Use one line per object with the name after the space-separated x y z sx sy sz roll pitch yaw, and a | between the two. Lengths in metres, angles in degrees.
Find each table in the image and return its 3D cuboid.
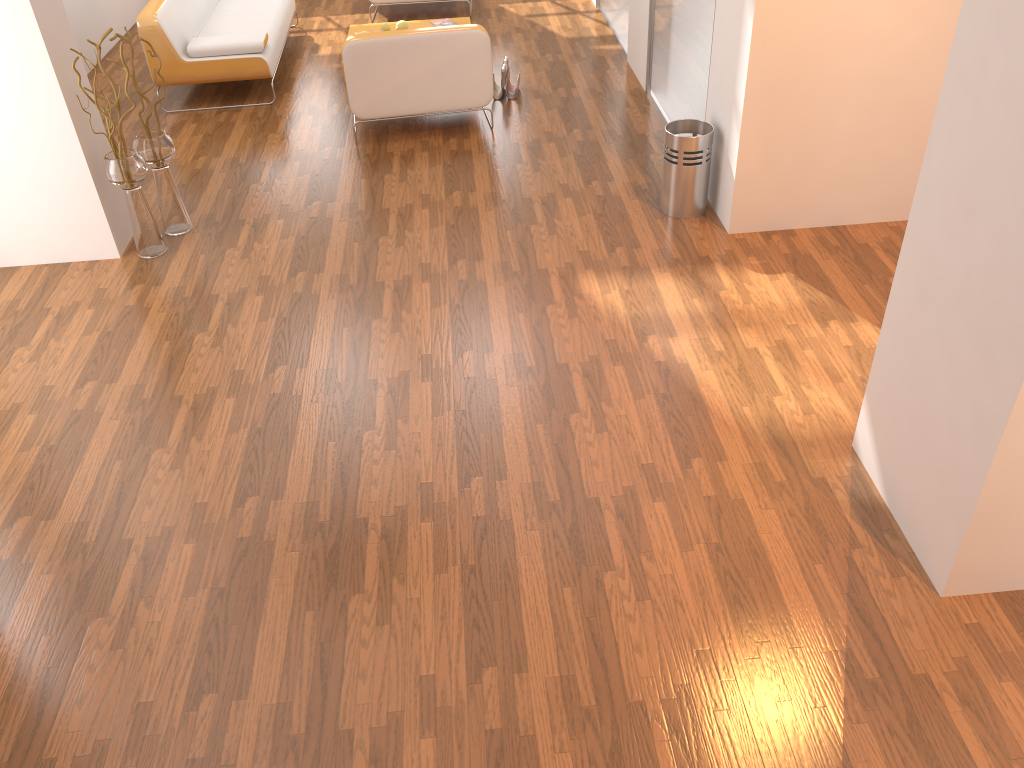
-0.809 -2.674 7.058 1.000 0.150 1.000 -5 37 -2 | table

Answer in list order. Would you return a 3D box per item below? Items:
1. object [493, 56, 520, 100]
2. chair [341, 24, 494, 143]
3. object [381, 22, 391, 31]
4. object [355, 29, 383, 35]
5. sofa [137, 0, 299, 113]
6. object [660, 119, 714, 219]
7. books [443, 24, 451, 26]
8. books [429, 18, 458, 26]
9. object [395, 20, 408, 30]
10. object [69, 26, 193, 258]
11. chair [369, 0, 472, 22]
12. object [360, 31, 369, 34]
-0.047 -2.171 6.290 0.189 0.217 0.281 1 37 5 | object
-0.635 -2.091 5.860 0.923 0.661 0.825 -8 38 -6 | chair
-1.014 -2.856 7.116 0.080 0.087 0.094 13 40 20 | object
-1.111 -2.726 6.984 0.227 0.048 0.227 -11 38 -10 | object
-2.220 -2.835 6.952 0.825 0.661 2.010 -6 37 -3 | sofa
0.916 -1.131 4.666 0.248 0.450 0.248 25 45 31 | object
-0.565 -2.865 7.163 0.249 0.004 0.171 -21 41 -22 | books
-0.560 -2.968 7.298 0.171 0.004 0.249 -17 39 -18 | books
-0.884 -2.869 7.120 0.105 0.091 0.103 -8 38 -7 | object
-1.891 -1.154 4.356 0.284 1.112 0.655 8 39 15 | object
-0.846 -3.755 8.055 0.923 0.661 0.825 -3 37 0 | chair
-1.146 -2.705 6.915 0.102 0.095 0.101 -25 42 -26 | object
